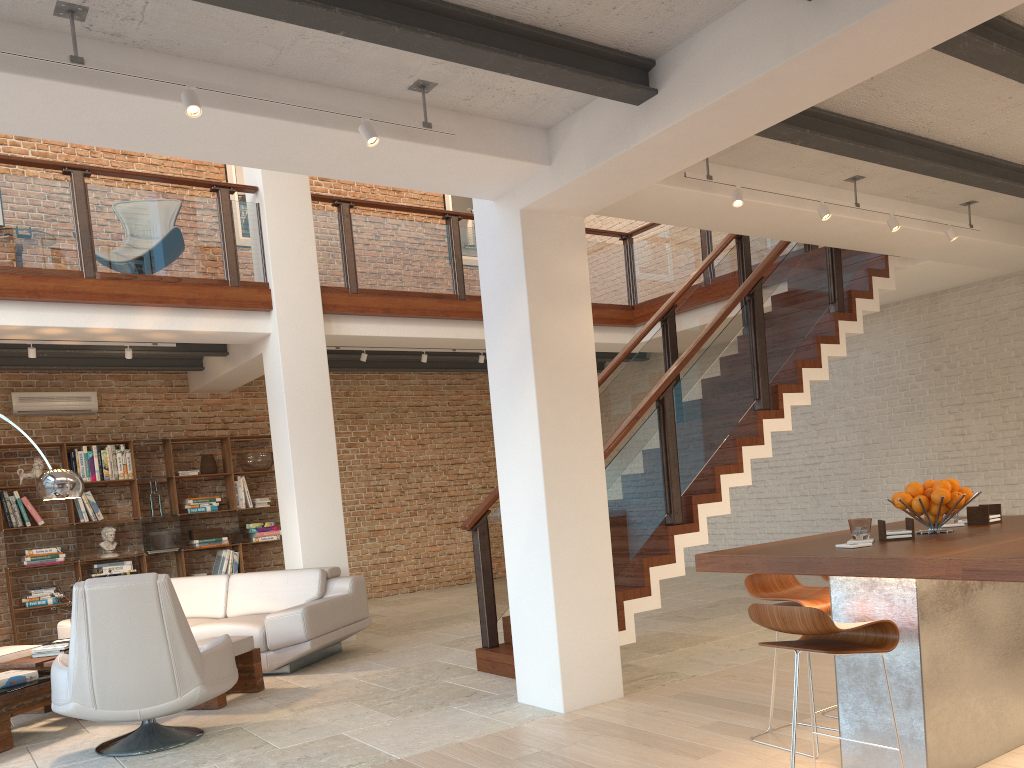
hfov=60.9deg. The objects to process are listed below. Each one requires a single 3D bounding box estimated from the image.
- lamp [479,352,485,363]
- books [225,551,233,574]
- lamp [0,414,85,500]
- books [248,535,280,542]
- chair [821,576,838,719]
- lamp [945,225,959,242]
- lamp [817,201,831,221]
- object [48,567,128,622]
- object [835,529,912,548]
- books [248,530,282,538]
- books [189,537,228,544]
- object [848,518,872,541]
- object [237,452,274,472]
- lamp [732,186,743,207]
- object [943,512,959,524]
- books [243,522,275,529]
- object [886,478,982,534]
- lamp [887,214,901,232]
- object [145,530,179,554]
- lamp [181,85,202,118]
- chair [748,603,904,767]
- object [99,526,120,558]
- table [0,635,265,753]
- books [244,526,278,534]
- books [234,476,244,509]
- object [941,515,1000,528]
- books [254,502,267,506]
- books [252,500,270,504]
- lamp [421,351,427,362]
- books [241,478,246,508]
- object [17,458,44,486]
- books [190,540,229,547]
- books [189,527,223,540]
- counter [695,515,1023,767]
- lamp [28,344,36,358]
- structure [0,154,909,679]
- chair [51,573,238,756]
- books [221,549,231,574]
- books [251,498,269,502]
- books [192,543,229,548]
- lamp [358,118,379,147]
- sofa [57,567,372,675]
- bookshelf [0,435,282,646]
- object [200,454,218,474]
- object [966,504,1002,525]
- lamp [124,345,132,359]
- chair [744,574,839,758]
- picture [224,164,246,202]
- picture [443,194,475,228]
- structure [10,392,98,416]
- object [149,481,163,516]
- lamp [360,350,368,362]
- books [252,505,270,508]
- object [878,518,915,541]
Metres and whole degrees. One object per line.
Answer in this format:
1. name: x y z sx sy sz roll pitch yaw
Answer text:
1. lamp: -0.348 -0.294 9.937 0.060 0.129 0.086 -6 1 -33
2. books: -3.358 2.139 10.268 0.097 0.355 0.274 -7 1 -35
3. lamp: -4.141 1.258 6.483 2.033 2.353 0.316 -5 3 2
4. books: -2.995 1.867 10.516 0.324 0.055 0.258 -1 -8 -32
5. chair: 1.757 1.238 4.269 0.401 0.775 0.425 -6 1 -35
6. lamp: 3.121 -1.070 6.191 0.087 0.129 0.059 -5 2 25
7. lamp: 1.920 -1.064 5.364 0.060 0.129 0.086 -6 1 -33
8. object: -2.881 1.574 6.075 0.319 0.606 0.539 -5 -1 26
9. object: 1.415 0.614 3.464 0.393 0.034 0.200 -1 -8 -31
10. books: -2.980 1.811 10.526 0.324 0.055 0.258 0 -9 -39
11. books: -3.532 1.817 10.126 0.377 0.036 0.247 0 -8 -36
12. object: 1.396 0.583 3.492 0.091 0.084 0.092 -4 -2 -20
13. object: -3.066 0.943 10.443 0.439 0.218 0.437 -6 -5 7
14. lamp: 1.275 -1.060 4.931 0.060 0.129 0.086 -5 0 15
15. object: 1.950 0.581 3.886 0.090 0.084 0.092 -4 -3 -38
16. books: -3.046 1.702 10.494 0.325 0.055 0.257 -2 -7 -25
17. object: 1.765 0.512 3.647 0.365 0.221 0.365 -7 -4 21
18. lamp: 2.530 -1.067 5.783 0.060 0.129 0.086 -6 1 -33
19. object: -3.964 1.776 9.808 0.333 0.233 0.286 -3 -4 -35
20. lamp: -1.190 -1.048 3.233 0.060 0.129 0.086 -6 1 -33
21. chair: 1.122 1.160 3.181 0.419 0.775 0.407 -6 1 -35
22. object: -4.414 1.726 9.531 0.195 0.350 0.194 -5 1 -19
23. table: -3.061 2.027 5.764 2.217 0.428 1.971 -7 -7 16
24. books: -3.027 1.757 10.507 0.324 0.055 0.258 -1 -8 -34
25. books: -3.250 1.291 10.329 0.036 0.383 0.245 -8 2 -35
26. object: 2.036 0.612 3.901 0.285 0.034 0.208 0 -8 -34
27. books: -3.022 1.445 10.483 0.132 0.034 0.208 -2 -7 -25
28. books: -3.020 1.420 10.489 0.170 0.019 0.239 -1 -8 -32
29. lamp: -0.959 -0.291 9.518 0.060 0.129 0.086 -6 1 -33
30. books: -3.231 1.306 10.354 0.020 0.359 0.274 -8 1 -35
31. object: -5.006 0.910 9.070 0.250 0.283 0.131 -5 1 -27
32. books: -3.536 1.859 10.165 0.377 0.036 0.247 1 -9 -39
33. books: -3.552 1.741 10.123 0.333 0.118 0.215 -1 -6 -35
34. counter: 2.201 0.980 3.118 1.675 0.917 2.525 -2 -7 -35
35. lamp: -4.068 -0.274 7.387 0.060 0.129 0.086 -6 1 -33
36. structure: 0.832 -0.282 5.007 10.092 4.128 14.015 -1 -7 -35
37. chair: -2.092 1.549 4.894 1.022 1.015 0.978 -5 -2 -18
38. books: -3.396 2.129 10.230 0.159 0.373 0.246 -6 1 -35
39. books: -3.026 1.393 10.479 0.132 0.034 0.208 1 -9 -44
40. books: -3.514 1.885 10.163 0.353 0.020 0.275 0 -9 -36
41. lamp: -0.599 -1.051 3.641 0.087 0.129 0.059 -5 2 25
42. sofa: -2.491 2.013 7.388 2.341 0.756 1.143 -7 -4 16
43. bookshelf: -3.978 1.731 9.819 3.013 2.199 0.367 -3 1 -34
44. object: -3.512 0.933 10.085 0.194 0.233 0.193 -5 -1 13
45. object: 2.099 0.580 3.876 0.114 0.082 0.095 -3 -3 -35
46. lamp: -3.443 -0.283 7.827 0.060 0.115 0.095 -6 0 -28
47. chair: 1.315 1.240 3.966 0.401 0.775 0.425 -6 1 -35
48. picture: -3.037 -2.252 10.731 0.906 1.197 0.027 -5 3 -34
49. picture: -0.549 -2.265 12.437 0.906 1.197 0.027 -5 3 -34
50. structure: -4.902 0.208 9.348 0.807 0.218 0.202 -1 -4 -34
51. object: -3.996 1.283 9.762 0.120 0.399 0.062 -7 4 -32
52. lamp: -1.549 -0.288 9.110 0.087 0.129 0.059 -5 2 25
53. books: -3.021 1.474 10.501 0.170 0.019 0.239 -2 -8 -27
54. object: 1.542 0.583 3.501 0.115 0.082 0.094 -6 -3 10
